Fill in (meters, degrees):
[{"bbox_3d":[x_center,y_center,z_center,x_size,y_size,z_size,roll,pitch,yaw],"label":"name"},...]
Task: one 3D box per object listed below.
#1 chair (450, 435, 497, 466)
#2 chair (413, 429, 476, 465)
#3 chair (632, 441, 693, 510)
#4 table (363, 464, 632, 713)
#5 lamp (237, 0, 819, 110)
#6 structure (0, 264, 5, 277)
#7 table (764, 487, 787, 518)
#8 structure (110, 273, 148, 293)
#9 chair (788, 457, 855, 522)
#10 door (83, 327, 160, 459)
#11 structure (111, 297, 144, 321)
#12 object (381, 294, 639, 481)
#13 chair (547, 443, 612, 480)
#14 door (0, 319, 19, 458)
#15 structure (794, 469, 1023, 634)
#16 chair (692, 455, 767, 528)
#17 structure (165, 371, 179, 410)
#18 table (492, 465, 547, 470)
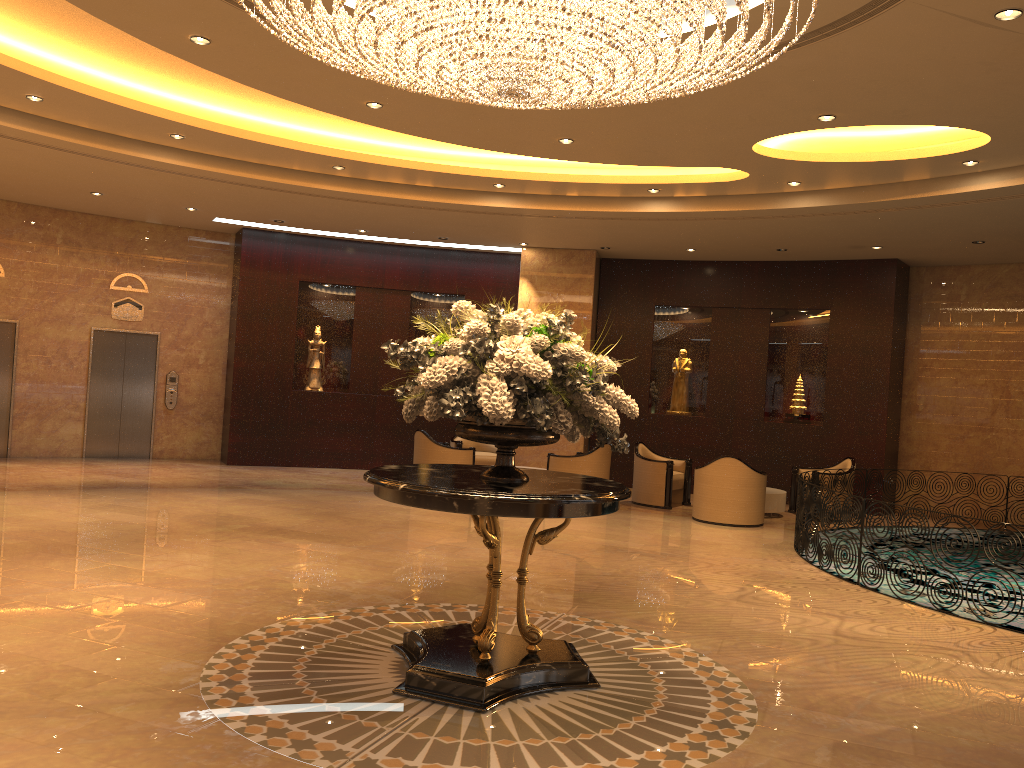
[{"bbox_3d":[-0.590,1.172,14.645,0.951,0.916,0.769,4,0,-18],"label":"chair"},{"bbox_3d":[-1.058,1.134,13.037,0.769,0.916,0.951,4,0,-33],"label":"chair"},{"bbox_3d":[2.212,1.349,13.311,0.769,0.916,0.951,4,0,32],"label":"chair"},{"bbox_3d":[-0.113,1.066,4.968,1.493,1.089,1.493,4,0,15],"label":"table"},{"bbox_3d":[0.049,-2.219,5.002,3.204,1.196,3.206,4,0,-31],"label":"lamp"},{"bbox_3d":[-8.042,-1.815,13.492,0.600,0.293,0.010,4,0,-44],"label":"structure"},{"bbox_3d":[3.391,1.705,13.005,1.196,0.354,1.196,4,0,-41],"label":"table"},{"bbox_3d":[-6.374,-1.700,14.787,0.600,0.293,0.010,4,0,-32],"label":"structure"},{"bbox_3d":[4.586,1.502,12.989,0.769,0.916,0.951,4,0,-3],"label":"chair"},{"bbox_3d":[-6.525,0.170,14.822,1.070,2.149,0.150,4,0,-32],"label":"door"},{"bbox_3d":[-6.403,-1.254,14.787,0.504,0.405,0.012,4,0,-33],"label":"structure"},{"bbox_3d":[-0.038,0.026,4.937,1.318,0.999,1.277,4,0,-38],"label":"object"},{"bbox_3d":[1.024,1.269,12.871,0.769,0.916,0.951,4,0,37],"label":"chair"},{"bbox_3d":[-8.195,0.052,13.513,1.070,2.145,0.150,4,0,-43],"label":"door"},{"bbox_3d":[5.388,1.688,10.231,3.815,0.995,7.624,4,0,40],"label":"structure"},{"bbox_3d":[2.882,1.385,11.777,0.951,0.916,0.769,4,0,17],"label":"chair"},{"bbox_3d":[-5.815,0.110,15.156,0.200,0.661,0.053,4,0,-28],"label":"structure"},{"bbox_3d":[0.115,1.494,13.640,1.196,0.354,1.196,4,0,-42],"label":"table"}]
